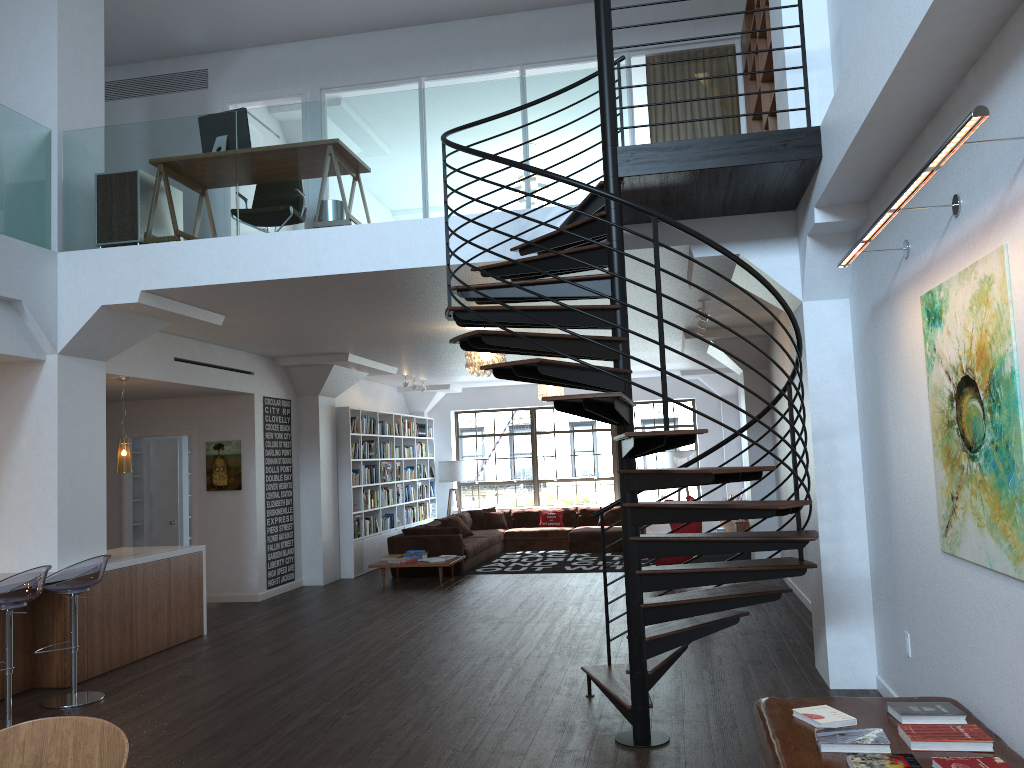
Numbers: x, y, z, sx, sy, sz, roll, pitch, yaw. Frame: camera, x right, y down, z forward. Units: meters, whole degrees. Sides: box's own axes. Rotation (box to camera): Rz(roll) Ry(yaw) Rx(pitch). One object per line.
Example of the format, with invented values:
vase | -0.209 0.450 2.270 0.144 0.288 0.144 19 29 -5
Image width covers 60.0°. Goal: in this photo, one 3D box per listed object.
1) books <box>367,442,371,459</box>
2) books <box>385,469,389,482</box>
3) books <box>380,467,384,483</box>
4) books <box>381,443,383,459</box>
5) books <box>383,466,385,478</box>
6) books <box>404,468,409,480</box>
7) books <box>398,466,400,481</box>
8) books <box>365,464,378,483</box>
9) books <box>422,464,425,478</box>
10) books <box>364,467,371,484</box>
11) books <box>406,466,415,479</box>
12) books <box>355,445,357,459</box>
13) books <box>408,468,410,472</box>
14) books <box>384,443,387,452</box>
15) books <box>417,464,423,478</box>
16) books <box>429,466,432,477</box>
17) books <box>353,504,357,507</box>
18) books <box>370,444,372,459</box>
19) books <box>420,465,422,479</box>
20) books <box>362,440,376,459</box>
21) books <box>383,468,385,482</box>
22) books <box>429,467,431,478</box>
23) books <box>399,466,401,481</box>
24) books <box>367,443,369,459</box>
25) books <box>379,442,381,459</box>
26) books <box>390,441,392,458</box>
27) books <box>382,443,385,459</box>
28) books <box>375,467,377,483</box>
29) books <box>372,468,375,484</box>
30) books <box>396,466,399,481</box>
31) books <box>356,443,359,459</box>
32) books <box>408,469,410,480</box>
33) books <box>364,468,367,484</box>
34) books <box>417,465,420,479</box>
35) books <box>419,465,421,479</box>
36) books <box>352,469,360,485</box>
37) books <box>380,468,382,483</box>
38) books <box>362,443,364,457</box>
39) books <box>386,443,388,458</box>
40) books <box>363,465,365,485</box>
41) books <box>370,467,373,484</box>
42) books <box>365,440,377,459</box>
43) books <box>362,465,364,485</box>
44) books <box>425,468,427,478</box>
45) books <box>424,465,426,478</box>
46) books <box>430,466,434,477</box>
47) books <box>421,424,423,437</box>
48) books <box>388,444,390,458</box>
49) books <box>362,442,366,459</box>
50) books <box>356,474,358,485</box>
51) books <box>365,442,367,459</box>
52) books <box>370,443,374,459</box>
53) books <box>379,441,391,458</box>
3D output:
books | -2.246 1.017 13.501 0.183 0.253 0.042 -3 -5 10
books | -2.077 1.473 14.211 0.161 0.207 0.135 -3 -5 10
books | -2.120 1.438 13.983 0.174 0.240 0.054 -3 -5 10
books | -2.135 1.061 14.010 0.174 0.239 0.045 -3 -5 10
books | -2.110 1.440 14.096 0.183 0.253 0.042 -3 -5 10
books | -1.863 1.560 15.363 0.140 0.206 0.042 -3 -5 10
books | -1.972 1.501 14.855 0.183 0.253 0.039 -3 -5 10
books | -2.174 1.393 13.718 0.176 0.294 0.102 -3 -5 10
books | -1.703 1.610 16.311 0.183 0.253 0.042 -3 -5 10
books | -2.239 1.392 13.454 0.182 0.253 0.034 -3 -5 10
books | -1.795 1.576 15.726 0.140 0.231 0.042 -3 -5 10
books | -2.347 0.977 12.883 0.172 0.239 0.093 -3 -5 10
books | -1.846 1.571 15.442 0.136 0.196 0.045 -3 -5 10
books | -2.097 1.076 14.263 0.159 0.250 0.026 -3 -5 10
books | -1.724 1.601 16.228 0.180 0.259 0.042 -3 -5 10
books | -1.619 1.668 16.775 0.167 0.210 0.162 -3 -5 10
books | -2.354 1.756 12.762 0.174 0.032 0.254 -3 -5 5
books | -2.224 1.034 13.534 0.161 0.223 0.032 -3 -5 10
books | -1.732 1.601 16.149 0.171 0.246 0.039 -3 -5 10
books | -2.214 1.019 13.727 0.198 0.284 0.049 -3 -5 10
books | -2.102 1.452 14.056 0.161 0.223 0.032 -3 -5 10
books | -1.623 1.657 16.710 0.161 0.218 0.101 -3 -5 10
books | -1.956 1.508 14.921 0.171 0.246 0.036 -3 -5 10
books | -2.255 1.015 13.428 0.171 0.246 0.039 -3 -5 10
books | -2.145 1.049 13.937 0.182 0.253 0.034 -3 -5 10
books | -2.062 1.077 14.491 0.197 0.283 0.065 -3 -5 10
books | -2.119 1.062 14.109 0.182 0.253 0.034 -3 -5 10
books | -2.175 1.406 13.653 0.182 0.253 0.034 -3 -5 10
books | -2.191 1.408 13.581 0.174 0.239 0.045 -3 -5 10
books | -1.981 1.491 14.750 0.174 0.251 0.051 -3 -5 10
books | -2.334 0.978 12.921 0.174 0.242 0.105 -3 -5 10
books | -1.851 1.571 15.401 0.139 0.191 0.036 -3 -5 10
books | -2.257 1.382 13.239 0.174 0.239 0.045 -3 -5 10
books | -1.759 1.590 15.965 0.174 0.240 0.054 -3 -5 10
books | -1.749 1.592 16.078 0.183 0.253 0.042 -3 -5 10
books | -2.298 1.365 12.969 0.140 0.231 0.042 -3 -5 10
books | -2.128 1.443 13.940 0.161 0.223 0.032 -3 -5 10
books | -2.301 1.002 13.177 0.174 0.236 0.142 -3 -5 11
books | -2.088 1.081 14.303 0.170 0.245 0.057 -3 -5 10
books | -2.277 1.351 13.167 0.176 0.290 0.053 -3 -5 10
books | -2.211 1.394 13.483 0.182 0.253 0.034 -3 -5 10
books | -2.189 1.019 13.775 0.176 0.291 0.053 -3 -5 10
books | -2.292 1.350 13.108 0.197 0.283 0.065 -3 -5 10
books | -1.668 1.644 16.452 0.161 0.207 0.135 -3 -5 10
books | -1.687 1.626 16.399 0.174 0.236 0.142 -3 -5 10
books | -1.594 1.671 16.862 0.182 0.215 0.188 -3 -5 10
books | -1.743 0.861 16.353 0.183 0.253 0.042 -3 -5 10
books | -2.076 1.088 14.353 0.174 0.239 0.045 -3 -5 10
books | -2.284 0.999 13.266 0.183 0.253 0.042 -3 -5 10
books | -2.301 1.391 12.881 0.120 0.167 0.020 -3 -5 10
books | -2.275 1.003 13.352 0.180 0.259 0.042 -3 -5 10
books | -2.215 1.032 13.609 0.174 0.240 0.054 -3 -5 10
books | -2.069 1.069 14.431 0.176 0.290 0.053 -3 -5 10
